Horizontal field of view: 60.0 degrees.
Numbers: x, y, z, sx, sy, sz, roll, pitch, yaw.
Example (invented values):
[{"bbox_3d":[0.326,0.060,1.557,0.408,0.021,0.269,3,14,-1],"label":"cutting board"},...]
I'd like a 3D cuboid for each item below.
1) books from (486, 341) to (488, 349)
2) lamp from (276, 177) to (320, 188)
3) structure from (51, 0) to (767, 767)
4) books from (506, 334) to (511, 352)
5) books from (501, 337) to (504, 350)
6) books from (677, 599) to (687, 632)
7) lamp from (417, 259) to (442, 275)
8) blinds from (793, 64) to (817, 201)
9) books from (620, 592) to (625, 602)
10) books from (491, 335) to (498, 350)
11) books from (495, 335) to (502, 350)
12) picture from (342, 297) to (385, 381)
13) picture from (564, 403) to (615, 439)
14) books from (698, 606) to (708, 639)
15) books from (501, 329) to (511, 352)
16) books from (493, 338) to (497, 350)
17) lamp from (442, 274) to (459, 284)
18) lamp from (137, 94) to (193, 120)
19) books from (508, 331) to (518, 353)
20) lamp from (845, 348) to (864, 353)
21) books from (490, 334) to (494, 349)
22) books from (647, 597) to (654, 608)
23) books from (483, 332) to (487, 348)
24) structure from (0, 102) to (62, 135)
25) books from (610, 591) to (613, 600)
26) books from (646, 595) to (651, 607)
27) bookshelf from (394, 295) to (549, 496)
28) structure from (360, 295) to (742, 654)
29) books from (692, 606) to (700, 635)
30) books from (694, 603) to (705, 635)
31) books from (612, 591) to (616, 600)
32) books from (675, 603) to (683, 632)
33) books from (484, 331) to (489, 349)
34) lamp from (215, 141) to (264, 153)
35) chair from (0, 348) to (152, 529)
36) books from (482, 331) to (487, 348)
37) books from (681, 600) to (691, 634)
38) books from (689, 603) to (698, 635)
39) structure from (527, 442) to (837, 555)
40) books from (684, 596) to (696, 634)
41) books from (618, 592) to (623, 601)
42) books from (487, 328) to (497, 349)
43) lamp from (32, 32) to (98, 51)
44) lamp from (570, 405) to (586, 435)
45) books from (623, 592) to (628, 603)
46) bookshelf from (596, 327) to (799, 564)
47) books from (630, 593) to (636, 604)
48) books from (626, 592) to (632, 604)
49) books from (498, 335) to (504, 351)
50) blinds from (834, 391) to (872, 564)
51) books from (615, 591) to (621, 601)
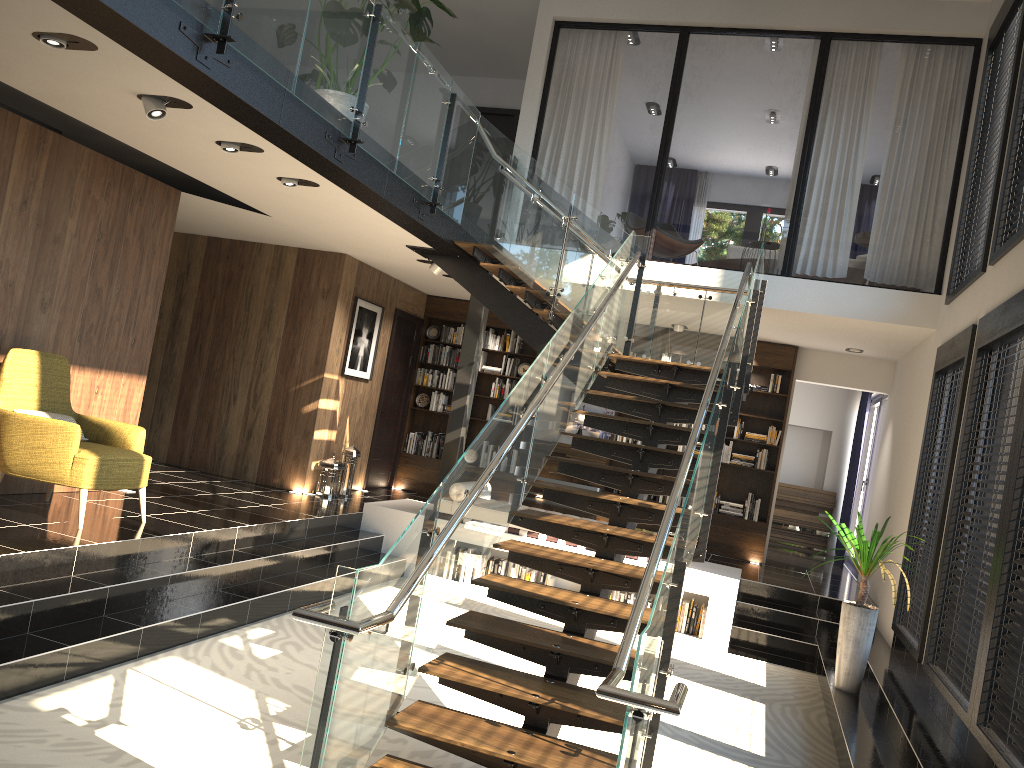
[{"bbox_3d":[-0.285,-0.581,12.020,0.035,0.241,0.208,10,-2,17],"label":"books"},{"bbox_3d":[-1.610,-1.575,6.713,0.346,0.177,0.195,9,-2,16],"label":"lamp"},{"bbox_3d":[-0.307,-0.115,5.522,3.445,4.866,7.287,10,-2,16],"label":"structure"},{"bbox_3d":[-0.030,-0.541,11.973,0.064,0.247,0.209,10,-2,17],"label":"books"},{"bbox_3d":[-0.094,-0.523,11.991,0.029,0.190,0.177,10,-2,17],"label":"books"},{"bbox_3d":[1.607,2.180,8.356,0.039,0.284,0.200,10,-2,17],"label":"books"},{"bbox_3d":[-0.847,-1.291,9.392,0.346,0.262,0.195,9,-2,16],"label":"lamp"},{"bbox_3d":[3.168,-2.394,8.761,0.669,2.697,0.134,10,-2,17],"label":"blinds"},{"bbox_3d":[1.061,2.117,8.519,0.028,0.231,0.158,10,-2,17],"label":"books"},{"bbox_3d":[-0.224,-0.553,12.025,0.027,0.207,0.203,10,-2,17],"label":"books"},{"bbox_3d":[-0.165,-0.546,11.998,0.034,0.211,0.206,10,-2,17],"label":"books"},{"bbox_3d":[-1.757,-0.522,10.520,0.028,0.911,0.749,10,-2,17],"label":"picture"},{"bbox_3d":[2.640,0.770,14.902,3.541,0.748,0.035,9,-2,16],"label":"picture"},{"bbox_3d":[1.786,2.218,8.266,0.037,0.264,0.272,10,-2,17],"label":"books"},{"bbox_3d":[-0.075,-0.579,11.945,0.015,0.303,0.252,10,-2,17],"label":"books"},{"bbox_3d":[-0.199,-0.531,12.013,0.034,0.171,0.158,10,-2,17],"label":"books"},{"bbox_3d":[-0.632,-1.239,10.134,0.346,0.231,0.195,9,-2,16],"label":"lamp"},{"bbox_3d":[-2.042,-1.675,5.225,0.346,0.247,0.195,9,-2,16],"label":"lamp"},{"bbox_3d":[0.020,-0.562,11.911,0.017,0.302,0.267,10,-2,17],"label":"books"},{"bbox_3d":[4.015,-0.447,10.375,0.195,0.158,0.347,9,-2,17],"label":"lamp"},{"bbox_3d":[-0.249,-0.562,12.015,0.019,0.216,0.214,10,-2,17],"label":"books"},{"bbox_3d":[1.303,2.157,8.423,0.032,0.229,0.228,10,-2,17],"label":"books"},{"bbox_3d":[-0.326,-0.583,12.016,0.014,0.231,0.280,10,-2,17],"label":"books"},{"bbox_3d":[-6.058,-1.176,4.873,1.963,3.016,6.669,10,-2,17],"label":"structure"},{"bbox_3d":[0.954,2.070,8.521,0.026,0.286,0.205,10,-2,17],"label":"books"},{"bbox_3d":[1.285,2.141,8.462,0.030,0.256,0.160,10,-2,17],"label":"books"},{"bbox_3d":[-0.554,0.244,12.039,1.702,2.681,0.273,10,-2,16],"label":"bookshelf"},{"bbox_3d":[0.598,0.602,9.163,3.779,3.243,1.150,9,-2,16],"label":"structure"},{"bbox_3d":[1.726,2.214,8.316,0.019,0.255,0.180,10,-2,17],"label":"books"},{"bbox_3d":[1.760,2.203,8.313,0.043,0.287,0.147,10,-2,17],"label":"books"},{"bbox_3d":[0.984,2.084,8.533,0.027,0.270,0.188,10,-2,17],"label":"books"},{"bbox_3d":[1.568,2.191,8.339,0.021,0.248,0.198,10,-2,17],"label":"books"},{"bbox_3d":[-0.314,-0.586,12.008,0.013,0.239,0.255,10,-2,17],"label":"books"},{"bbox_3d":[-1.824,-1.643,5.968,0.346,0.177,0.195,9,-2,16],"label":"lamp"},{"bbox_3d":[-3.112,0.369,6.287,1.030,1.097,0.808,10,-2,15],"label":"chair"},{"bbox_3d":[-0.342,-0.588,12.042,0.033,0.237,0.232,10,-2,17],"label":"books"},{"bbox_3d":[1.634,2.183,8.329,0.028,0.285,0.211,10,-2,17],"label":"books"},{"bbox_3d":[1.701,2.200,8.311,0.030,0.273,0.186,10,-2,17],"label":"books"},{"bbox_3d":[2.019,1.692,14.811,6.272,0.981,0.886,9,-2,16],"label":"structure"},{"bbox_3d":[1.674,2.168,8.333,0.042,0.328,0.205,10,-2,17],"label":"books"},{"bbox_3d":[1.040,2.117,8.544,0.026,0.226,0.132,10,-2,17],"label":"books"},{"bbox_3d":[-0.273,-0.599,11.971,0.011,0.276,0.288,10,-2,17],"label":"books"},{"bbox_3d":[-2.248,-1.786,4.482,0.346,0.158,0.195,9,-2,16],"label":"lamp"},{"bbox_3d":[1.172,0.710,15.064,0.470,0.725,0.470,10,-2,9],"label":"lamp"},{"bbox_3d":[1.096,2.078,8.507,0.032,0.318,0.153,10,-2,17],"label":"books"},{"bbox_3d":[2.308,0.715,11.182,2.089,2.681,0.273,9,-2,16],"label":"bookshelf"},{"bbox_3d":[1.144,2.117,8.474,0.019,0.256,0.186,10,-2,17],"label":"books"},{"bbox_3d":[1.118,2.114,8.481,0.036,0.253,0.178,10,-2,17],"label":"books"},{"bbox_3d":[-0.124,-0.544,12.003,0.042,0.223,0.163,10,-2,17],"label":"books"},{"bbox_3d":[5.052,1.302,13.171,0.161,2.769,1.081,10,-2,15],"label":"blinds"},{"bbox_3d":[1.020,2.062,8.545,0.029,0.326,0.153,10,-2,17],"label":"books"}]
